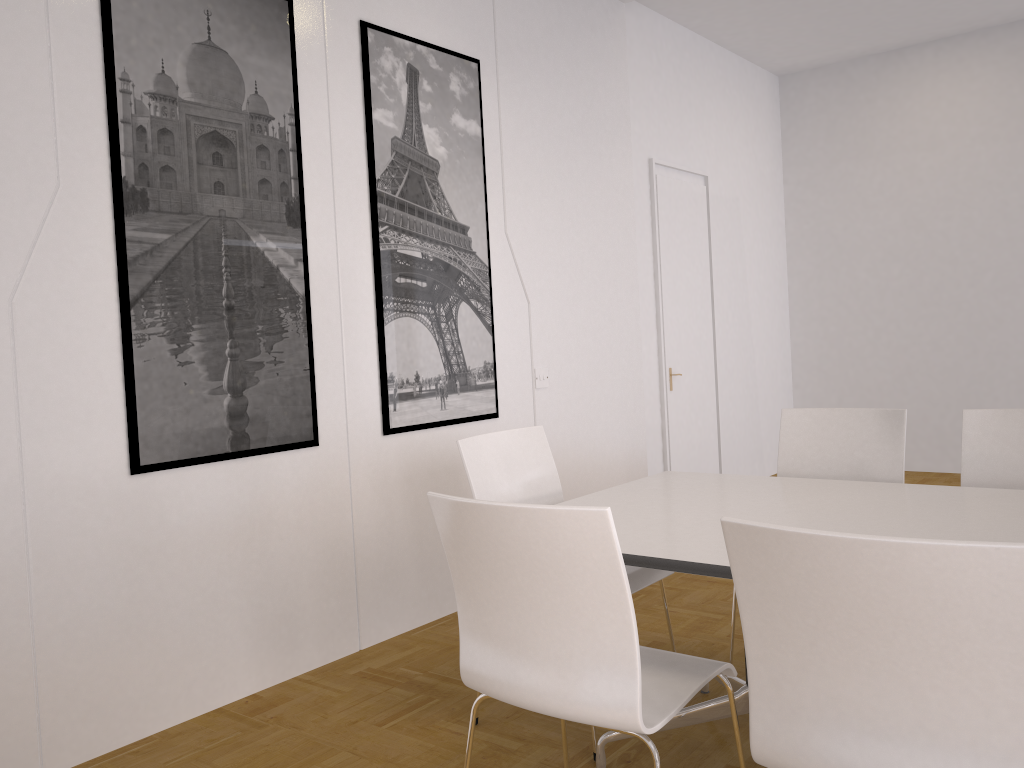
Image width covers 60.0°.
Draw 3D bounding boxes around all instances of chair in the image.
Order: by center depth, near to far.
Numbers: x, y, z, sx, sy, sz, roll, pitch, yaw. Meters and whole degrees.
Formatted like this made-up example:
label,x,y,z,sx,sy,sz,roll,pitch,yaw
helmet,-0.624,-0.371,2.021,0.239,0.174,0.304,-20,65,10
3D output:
label,x,y,z,sx,sy,sz,roll,pitch,yaw
chair,0.722,0.675,1.590,0.561,0.930,0.576,-2,2,38
chair,0.172,0.684,2.024,0.561,0.930,0.576,-2,2,38
chair,1.663,0.568,2.828,0.561,0.930,0.576,-2,2,38
chair,0.177,0.632,2.990,0.575,0.930,0.561,-2,2,38
chair,1.145,0.576,3.238,0.561,0.930,0.576,-2,2,38

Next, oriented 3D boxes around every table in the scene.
label,x,y,z,sx,sy,sz,roll,pitch,yaw
table,1.186,0.721,2.222,2.410,0.722,1.212,-1,3,38

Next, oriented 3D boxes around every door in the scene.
label,x,y,z,sx,sy,sz,roll,pitch,yaw
door,1.270,-0.343,6.420,0.132,2.452,0.872,-2,2,38

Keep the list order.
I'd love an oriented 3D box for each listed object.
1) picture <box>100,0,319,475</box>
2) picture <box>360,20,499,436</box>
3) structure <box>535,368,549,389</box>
label,x,y,z,sx,sy,sz,roll,pitch,yaw
picture,-1.060,-0.613,3.213,0.013,1.779,0.787,-2,2,38
picture,-0.353,-0.692,4.108,0.016,1.779,0.787,-2,2,38
structure,0.160,-0.032,4.741,0.013,0.104,0.114,-2,2,38
